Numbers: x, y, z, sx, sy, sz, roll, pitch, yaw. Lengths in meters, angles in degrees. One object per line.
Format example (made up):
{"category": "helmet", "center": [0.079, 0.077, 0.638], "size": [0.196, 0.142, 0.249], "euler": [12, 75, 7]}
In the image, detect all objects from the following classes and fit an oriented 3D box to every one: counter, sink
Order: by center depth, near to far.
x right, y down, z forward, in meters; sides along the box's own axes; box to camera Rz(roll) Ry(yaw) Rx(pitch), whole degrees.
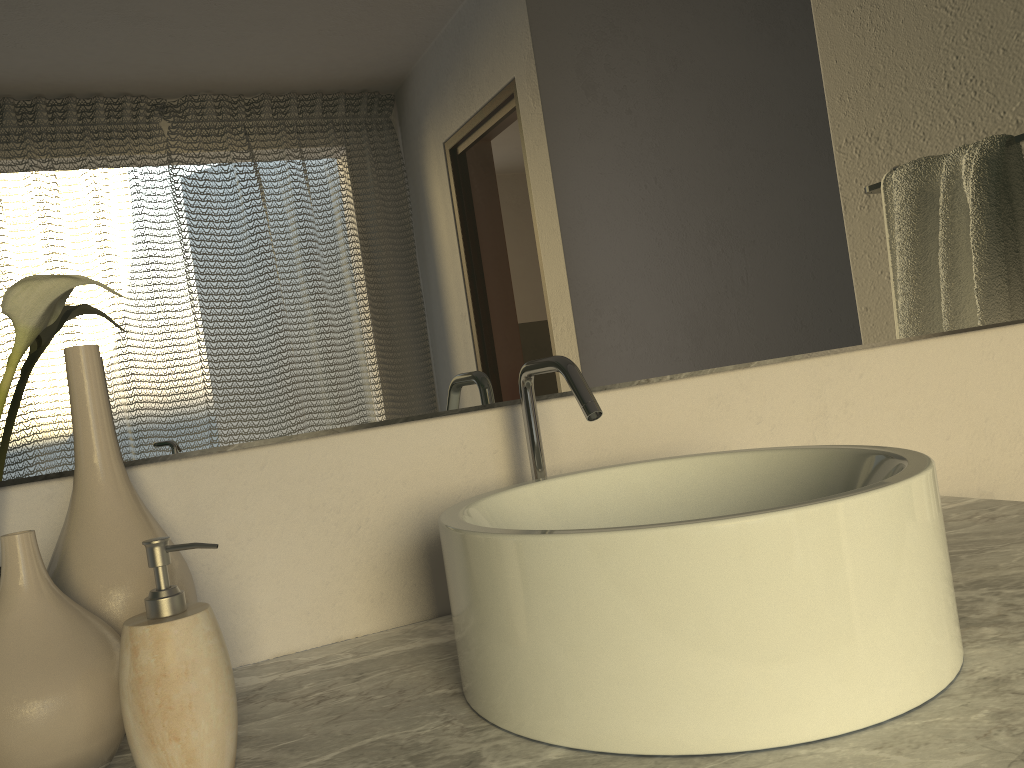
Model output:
{"category": "counter", "center": [-0.355, 0.330, 0.453], "size": [2.221, 0.101, 0.597], "euler": [-9, 0, -22]}
{"category": "sink", "center": [0.130, 0.139, 0.671], "size": [0.366, 0.131, 0.348], "euler": [-8, 0, 45]}

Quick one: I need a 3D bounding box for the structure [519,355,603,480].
{"category": "structure", "center": [0.029, 0.098, 0.813], "size": [0.065, 0.242, 0.167], "euler": [-8, 0, -20]}

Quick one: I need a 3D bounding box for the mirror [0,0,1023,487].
{"category": "mirror", "center": [-1.009, -0.408, 0.555], "size": [4.010, 1.152, 0.017], "euler": [-9, 0, -22]}

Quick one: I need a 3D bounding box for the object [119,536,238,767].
{"category": "object", "center": [-0.219, 0.178, 0.573], "size": [0.069, 0.158, 0.072], "euler": [-8, 0, -40]}

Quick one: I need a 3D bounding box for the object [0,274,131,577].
{"category": "object", "center": [-0.428, 0.035, 0.660], "size": [0.237, 0.504, 0.193], "euler": [-8, 0, -45]}

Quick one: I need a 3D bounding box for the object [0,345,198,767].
{"category": "object", "center": [-0.329, 0.121, 0.658], "size": [0.120, 0.305, 0.239], "euler": [-9, 0, 3]}
